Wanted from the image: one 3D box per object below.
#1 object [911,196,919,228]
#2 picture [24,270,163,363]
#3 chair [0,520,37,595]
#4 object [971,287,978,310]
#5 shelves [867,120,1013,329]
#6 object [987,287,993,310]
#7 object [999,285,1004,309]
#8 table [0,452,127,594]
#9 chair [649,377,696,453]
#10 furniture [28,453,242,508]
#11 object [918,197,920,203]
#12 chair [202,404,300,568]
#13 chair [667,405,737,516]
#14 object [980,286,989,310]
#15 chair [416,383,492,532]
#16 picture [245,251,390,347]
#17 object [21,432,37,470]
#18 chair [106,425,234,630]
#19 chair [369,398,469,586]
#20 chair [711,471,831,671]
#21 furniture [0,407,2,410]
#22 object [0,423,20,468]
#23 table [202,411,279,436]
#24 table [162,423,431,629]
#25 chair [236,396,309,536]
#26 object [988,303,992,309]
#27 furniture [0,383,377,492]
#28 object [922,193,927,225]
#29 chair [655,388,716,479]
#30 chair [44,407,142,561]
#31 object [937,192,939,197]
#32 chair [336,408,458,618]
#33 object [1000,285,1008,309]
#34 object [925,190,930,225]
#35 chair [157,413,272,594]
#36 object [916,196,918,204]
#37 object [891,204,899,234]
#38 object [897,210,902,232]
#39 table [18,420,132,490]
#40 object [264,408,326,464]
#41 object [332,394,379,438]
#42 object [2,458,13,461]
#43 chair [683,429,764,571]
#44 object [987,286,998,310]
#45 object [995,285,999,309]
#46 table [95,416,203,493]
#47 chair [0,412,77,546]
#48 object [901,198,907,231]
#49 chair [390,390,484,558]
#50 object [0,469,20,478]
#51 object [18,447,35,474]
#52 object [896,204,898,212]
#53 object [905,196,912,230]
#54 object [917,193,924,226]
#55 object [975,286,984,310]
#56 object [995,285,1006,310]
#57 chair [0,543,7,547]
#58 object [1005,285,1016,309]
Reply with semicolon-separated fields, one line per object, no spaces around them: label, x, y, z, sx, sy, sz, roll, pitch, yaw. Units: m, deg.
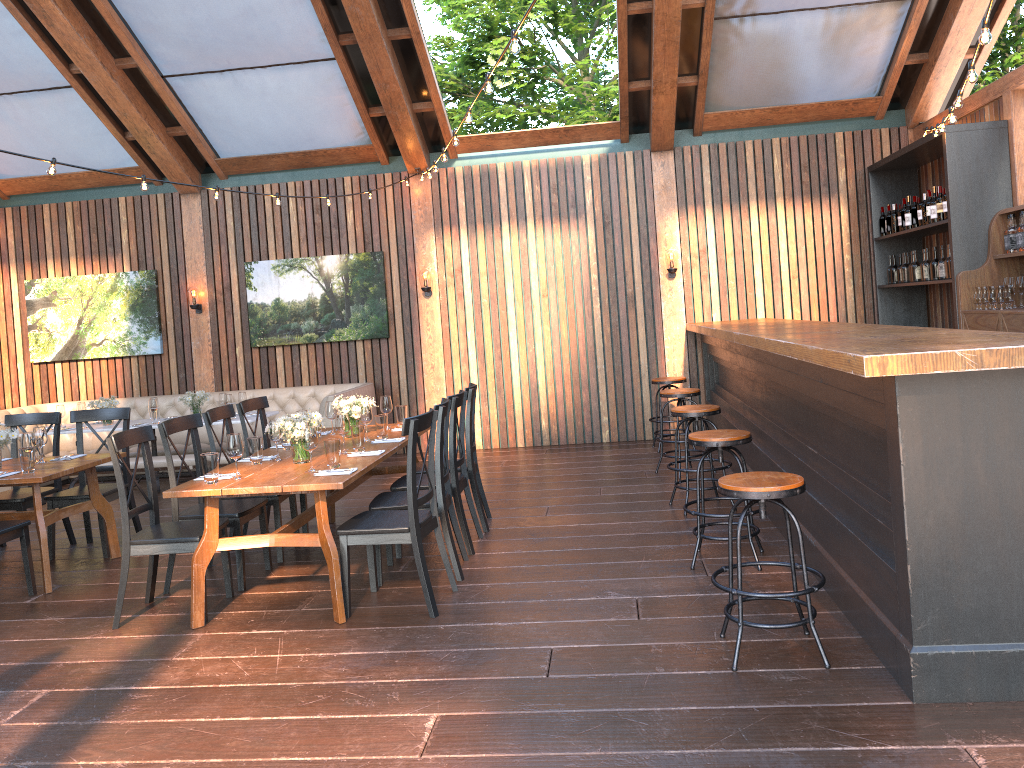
object;3.841;-1.635;8.422;0.077;0.309;0.077;-4;1;-15
picture;-4.981;-0.802;10.524;1.649;0.997;0.065;-4;1;6
chair;-3.216;0.819;5.241;0.477;1.019;0.540;-4;1;6
object;3.795;-0.700;7.230;0.070;0.185;0.070;-4;1;11
shelves;4.083;-0.863;8.482;0.501;2.826;2.208;-4;2;6
object;3.781;-0.678;6.959;0.070;0.185;0.070;-4;1;11
object;3.862;-0.686;6.990;0.070;0.185;0.070;-4;1;11
table;-3.974;0.964;5.961;2.429;0.729;0.953;-4;3;6
chair;1.654;0.306;9.190;0.467;0.734;0.469;-4;2;13
furniture;-3.735;0.920;8.434;2.327;0.399;0.313;-4;2;6
object;3.989;-1.665;8.655;0.136;0.315;0.136;-5;1;-32
chair;-1.768;0.656;6.002;0.539;1.019;0.478;-4;1;1
chair;1.366;0.537;6.470;0.468;0.734;0.468;-5;2;-18
object;3.770;-0.684;7.048;0.070;0.185;0.070;-4;1;11
chair;-0.459;0.530;6.425;0.539;1.019;0.478;-4;1;1
picture;-2.260;-0.975;10.239;1.649;0.997;0.065;-4;1;6
object;-3.107;0.434;5.695;0.092;0.244;0.092;-5;1;-41
chair;-1.886;0.751;4.888;0.539;1.019;0.478;-4;1;1
chair;-0.576;0.624;5.310;0.539;1.019;0.478;-4;1;1
chair;1.078;0.769;3.750;0.468;0.734;0.468;-4;2;-6
furniture;-8.117;0.882;10.016;4.154;0.858;1.715;-4;4;6
object;-3.457;0.412;5.878;0.337;0.309;0.329;-5;3;-27
table;-2.865;0.676;9.014;0.798;0.671;0.801;-4;3;6
table;-1.164;0.783;5.685;0.950;0.728;2.438;-4;4;6
chair;-1.709;0.609;6.559;0.539;1.019;0.478;-4;1;6
object;3.864;-0.700;7.162;0.070;0.185;0.070;-4;1;11
furniture;-3.630;0.596;9.536;4.154;0.858;1.715;-4;4;6
object;3.837;-1.614;8.197;0.075;0.302;0.075;-4;1;-11
chair;1.510;0.422;7.830;0.468;0.734;0.468;-4;2;-11
chair;-3.084;0.713;6.494;0.477;1.019;0.540;-4;1;6
object;3.940;-1.623;8.189;0.077;0.307;0.077;-4;1;23
chair;-0.635;0.672;4.754;0.539;1.019;0.478;-4;1;11
object;3.849;-0.678;6.895;0.070;0.185;0.070;-4;1;11
object;3.826;-1.617;8.105;0.081;0.324;0.081;-4;1;-15
chair;-1.827;0.704;5.444;0.539;1.019;0.478;-4;1;6
object;3.895;-1.647;8.507;0.078;0.312;0.078;-4;1;1
object;3.902;-1.682;9.012;0.075;0.302;0.075;-4;1;23
object;3.954;-1.682;8.901;0.136;0.315;0.136;-5;1;-32
table;-4.484;0.779;9.187;0.798;0.671;0.801;-4;3;5
object;-1.256;0.306;5.201;0.328;0.309;0.337;-2;3;39
object;-1.127;0.216;6.246;0.330;0.309;0.336;-6;3;-29
object;-3.685;0.544;6.262;0.157;0.019;0.256;-4;4;7
chair;1.222;0.653;5.110;0.467;0.734;0.469;-3;2;30
object;3.744;-0.670;6.884;0.070;0.185;0.070;-4;1;11
object;3.865;-0.693;7.074;0.070;0.185;0.070;-4;1;11
table;-3.675;0.728;9.100;0.798;0.671;0.801;-4;3;6
chair;-3.640;0.748;6.554;0.477;1.019;0.541;-4;1;11
object;3.871;-1.667;8.705;0.081;0.324;0.081;-4;1;-15
chair;-0.517;0.577;5.868;0.539;1.019;0.478;-4;1;6
object;-3.203;0.564;5.558;0.157;0.019;0.256;-4;4;7
object;-3.055;0.482;5.579;0.091;0.158;0.092;-3;2;33
object;3.952;-1.696;9.090;0.078;0.312;0.078;-4;1;1
object;3.866;-1.663;8.603;0.087;0.334;0.087;-4;1;-14
object;3.878;-1.630;8.306;0.136;0.315;0.136;-5;1;-32
object;3.779;-0.692;7.146;0.070;0.185;0.070;-4;1;11
object;3.748;-0.662;6.787;0.070;0.185;0.070;-4;1;11
chair;-4.195;0.783;6.613;0.477;1.019;0.540;-4;1;1
object;3.835;-0.671;6.813;0.070;0.185;0.070;-4;1;11
